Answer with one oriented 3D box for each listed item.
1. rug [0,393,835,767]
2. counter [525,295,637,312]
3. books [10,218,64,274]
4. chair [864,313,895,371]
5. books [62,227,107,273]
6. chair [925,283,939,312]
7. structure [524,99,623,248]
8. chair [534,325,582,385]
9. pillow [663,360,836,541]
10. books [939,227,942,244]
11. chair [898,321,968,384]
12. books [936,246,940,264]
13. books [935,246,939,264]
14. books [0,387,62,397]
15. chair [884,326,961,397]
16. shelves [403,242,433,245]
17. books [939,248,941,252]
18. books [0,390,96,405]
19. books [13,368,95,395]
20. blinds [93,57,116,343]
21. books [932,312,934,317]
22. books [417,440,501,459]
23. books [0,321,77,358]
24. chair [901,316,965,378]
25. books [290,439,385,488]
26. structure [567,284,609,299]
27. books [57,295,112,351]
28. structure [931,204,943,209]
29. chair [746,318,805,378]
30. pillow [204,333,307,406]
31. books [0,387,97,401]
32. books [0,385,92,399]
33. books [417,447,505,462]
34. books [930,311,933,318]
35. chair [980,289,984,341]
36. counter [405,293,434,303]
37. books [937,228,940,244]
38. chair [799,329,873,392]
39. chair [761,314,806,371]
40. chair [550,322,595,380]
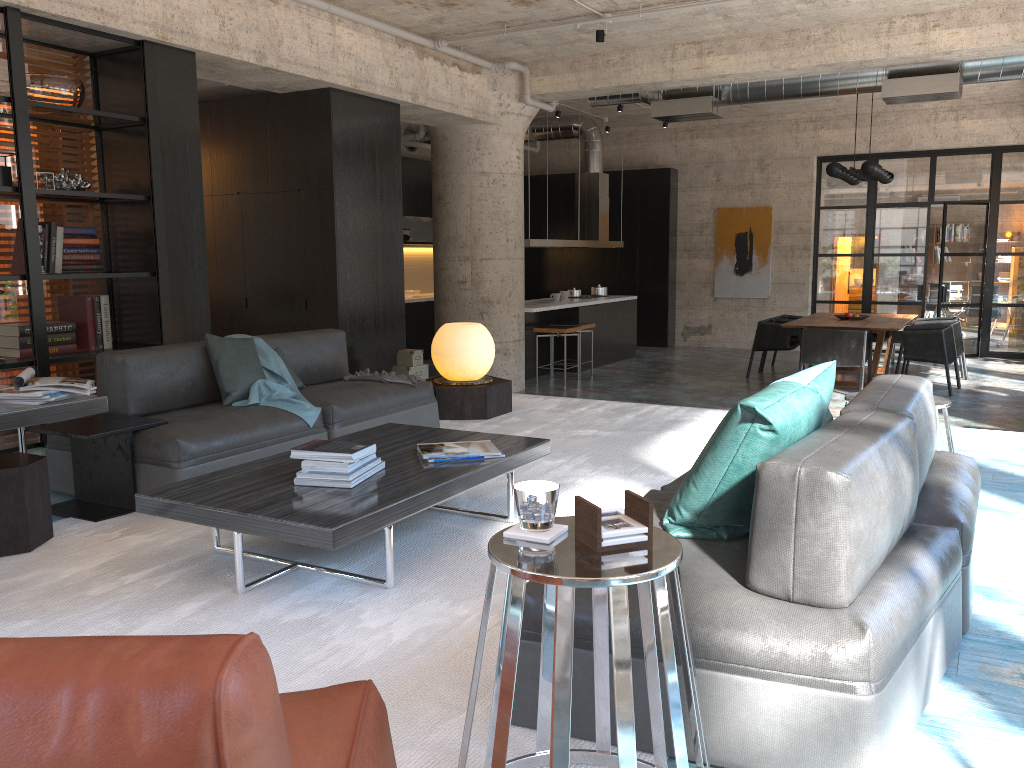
[{"bbox_3d":[-0.617,0.665,3.307,2.954,0.032,7.768,4,9,29],"label":"rug"},{"bbox_3d":[0.667,-1.153,12.531,1.000,0.046,3.500,4,9,29],"label":"counter"},{"bbox_3d":[-3.031,-0.880,5.663,0.216,0.354,0.256,4,9,29],"label":"books"},{"bbox_3d":[4.983,-0.615,12.480,0.707,0.738,0.754,4,9,29],"label":"chair"},{"bbox_3d":[-2.984,-0.900,5.965,0.303,0.303,0.378,4,10,30],"label":"books"},{"bbox_3d":[8.165,-1.409,16.803,0.684,1.015,0.653,-5,9,-27],"label":"chair"},{"bbox_3d":[0.734,-2.967,12.389,0.538,2.100,3.117,4,9,29],"label":"structure"},{"bbox_3d":[0.576,-0.368,11.151,0.450,0.698,0.450,4,9,29],"label":"chair"},{"bbox_3d":[0.805,0.152,2.644,0.349,0.466,1.042,6,11,39],"label":"pillow"},{"bbox_3d":[9.170,-3.175,18.960,0.021,0.355,0.272,4,9,29],"label":"books"},{"bbox_3d":[5.224,-0.402,11.001,0.754,0.738,0.707,5,10,33],"label":"chair"},{"bbox_3d":[9.153,-2.764,19.010,0.103,0.379,0.244,4,9,29],"label":"books"},{"bbox_3d":[9.131,-2.770,19.048,0.101,0.380,0.244,4,9,29],"label":"books"},{"bbox_3d":[-1.958,0.020,3.669,0.252,0.011,0.318,1,8,10],"label":"books"},{"bbox_3d":[4.772,-0.295,10.292,0.754,0.738,0.707,5,10,33],"label":"chair"},{"bbox_3d":[-1.947,-2.225,14.012,0.403,0.043,4.362,4,9,29],"label":"shelves"},{"bbox_3d":[9.204,-2.746,18.995,0.125,0.345,0.272,4,9,29],"label":"books"},{"bbox_3d":[-1.943,0.051,3.677,0.252,0.011,0.318,2,9,15],"label":"books"},{"bbox_3d":[-1.921,-0.003,3.737,0.273,0.109,0.322,-4,9,-21],"label":"books"},{"bbox_3d":[-3.662,-0.673,5.183,0.136,3.160,2.915,4,9,29],"label":"blinds"},{"bbox_3d":[9.141,-1.531,19.220,0.036,0.379,0.244,4,9,29],"label":"books"},{"bbox_3d":[-0.226,0.274,3.716,0.318,0.011,0.252,-2,8,-12],"label":"books"},{"bbox_3d":[-3.085,-0.293,5.744,0.274,0.197,0.393,4,9,29],"label":"books"},{"bbox_3d":[5.588,-0.506,11.696,0.754,0.738,0.707,4,9,29],"label":"chair"},{"bbox_3d":[-0.671,0.290,3.349,0.279,0.116,0.322,2,9,14],"label":"books"},{"bbox_3d":[1.121,-1.416,13.509,0.506,0.187,0.833,4,9,29],"label":"structure"},{"bbox_3d":[-2.896,-0.419,6.023,0.277,0.362,0.191,3,9,24],"label":"books"},{"bbox_3d":[9.133,-3.886,19.047,0.812,0.218,0.200,4,9,29],"label":"structure"},{"bbox_3d":[3.512,-0.465,11.526,0.754,0.738,0.707,4,9,29],"label":"chair"},{"bbox_3d":[-1.379,-0.094,4.856,0.320,0.393,0.670,5,10,35],"label":"pillow"},{"bbox_3d":[-1.936,0.039,3.689,0.252,0.011,0.318,0,8,5],"label":"books"},{"bbox_3d":[-1.952,0.030,3.677,0.252,0.011,0.318,0,8,5],"label":"books"},{"bbox_3d":[-0.218,0.285,3.715,0.318,0.011,0.252,-3,9,-17],"label":"books"},{"bbox_3d":[9.101,-1.532,19.223,0.036,0.379,0.244,4,9,29],"label":"books"},{"bbox_3d":[7.980,-1.163,15.123,0.653,1.015,0.684,4,9,28],"label":"chair"},{"bbox_3d":[-1.689,-1.300,14.006,1.000,0.142,4.360,4,9,29],"label":"counter"},{"bbox_3d":[9.137,-3.164,18.982,0.055,0.326,0.255,4,9,29],"label":"books"},{"bbox_3d":[3.725,-0.274,10.201,0.707,0.738,0.754,4,9,29],"label":"chair"},{"bbox_3d":[3.873,-0.560,12.158,0.754,0.738,0.707,4,9,29],"label":"chair"},{"bbox_3d":[0.794,-0.441,11.644,0.450,0.698,0.450,4,9,29],"label":"chair"}]
